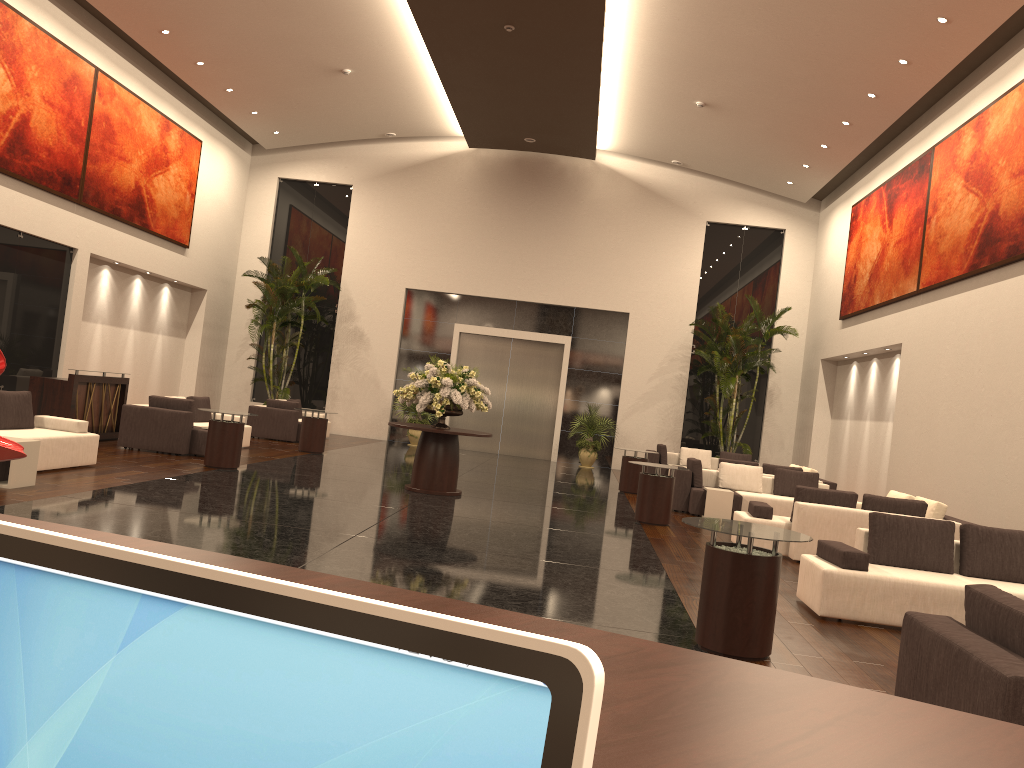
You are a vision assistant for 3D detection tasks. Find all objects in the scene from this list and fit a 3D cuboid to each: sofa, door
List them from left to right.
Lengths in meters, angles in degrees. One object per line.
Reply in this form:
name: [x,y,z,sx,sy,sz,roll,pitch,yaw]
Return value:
sofa: [-5.628,0.524,9.719,1.291,0.862,2.846,7,-1,4]
sofa: [-5.237,0.664,14.876,1.291,0.862,2.846,7,-1,4]
sofa: [-4.844,0.805,20.049,1.291,0.862,2.846,7,-1,4]
door: [-0.170,0.320,23.185,2.767,3.048,0.040,7,-1,4]
sofa: [4.436,1.916,19.916,2.846,0.862,1.291,7,-1,4]
sofa: [4.525,1.879,17.283,2.586,0.862,3.366,7,-1,4]
sofa: [4.007,1.762,14.262,2.846,0.862,1.291,7,-1,4]
sofa: [4.096,1.725,11.629,2.586,0.862,3.366,7,-1,4]
sofa: [3.709,1.582,6.295,2.586,0.862,3.366,7,-1,5]
sofa: [3.207,1.475,3.717,2.846,0.862,1.291,7,-1,5]

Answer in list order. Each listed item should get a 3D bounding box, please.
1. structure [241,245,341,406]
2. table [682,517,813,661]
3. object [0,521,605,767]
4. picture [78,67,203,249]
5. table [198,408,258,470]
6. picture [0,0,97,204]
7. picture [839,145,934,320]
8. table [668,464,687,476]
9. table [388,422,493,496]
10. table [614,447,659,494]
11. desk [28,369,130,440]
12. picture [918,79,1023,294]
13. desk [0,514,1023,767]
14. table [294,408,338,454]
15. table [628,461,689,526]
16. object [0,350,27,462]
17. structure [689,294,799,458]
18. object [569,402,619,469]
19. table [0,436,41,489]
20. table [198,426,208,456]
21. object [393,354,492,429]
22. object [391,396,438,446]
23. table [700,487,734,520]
structure: [-5.718,-1.144,22.407,2.436,4.611,2.531,7,-1,-24]
table: [1.481,1.338,5.783,0.833,0.795,0.844,6,-1,44]
object: [-0.209,0.353,0.534,0.483,0.485,0.189,6,-1,19]
picture: [-7.545,-4.456,18.344,0.070,2.526,4.515,7,-1,4]
table: [-4.091,0.793,12.634,0.833,0.795,0.844,8,-1,-35]
picture: [-7.887,-4.579,13.837,0.070,2.526,4.515,7,-1,4]
picture: [7.171,-2.711,17.180,0.070,2.526,4.515,7,-1,4]
table: [3.586,2.007,19.318,0.400,0.460,0.400,7,-1,4]
table: [-1.084,1.094,12.800,1.498,0.921,1.498,7,-1,-5]
table: [2.263,1.625,16.465,0.833,0.795,0.844,8,-1,-35]
desk: [-6.908,0.323,14.214,0.760,1.114,1.634,7,-1,4]
picture: [6.829,-2.834,12.673,0.070,2.526,4.515,7,-1,4]
desk: [-1.975,0.643,0.749,7.146,1.171,1.674,7,-1,6]
table: [-3.792,0.907,16.944,0.833,0.795,0.844,8,-1,-35]
table: [1.964,1.511,12.155,0.833,0.795,0.844,8,-1,-35]
object: [-0.693,0.024,1.114,0.163,0.390,0.165,7,-1,12]
structure: [5.387,0.170,21.385,2.436,4.611,2.531,7,-1,-24]
object: [1.942,1.245,22.125,1.297,1.682,1.373,6,-1,42]
table: [-5.060,0.780,8.882,0.400,0.460,0.400,7,-1,4]
table: [-4.669,0.921,14.039,0.400,0.460,0.400,7,-1,4]
object: [-0.938,0.096,12.814,1.453,1.097,1.402,8,-1,-40]
object: [-2.343,0.738,22.517,1.297,1.682,1.373,6,-1,37]
table: [3.157,1.853,13.664,0.400,0.460,0.400,7,-1,4]
